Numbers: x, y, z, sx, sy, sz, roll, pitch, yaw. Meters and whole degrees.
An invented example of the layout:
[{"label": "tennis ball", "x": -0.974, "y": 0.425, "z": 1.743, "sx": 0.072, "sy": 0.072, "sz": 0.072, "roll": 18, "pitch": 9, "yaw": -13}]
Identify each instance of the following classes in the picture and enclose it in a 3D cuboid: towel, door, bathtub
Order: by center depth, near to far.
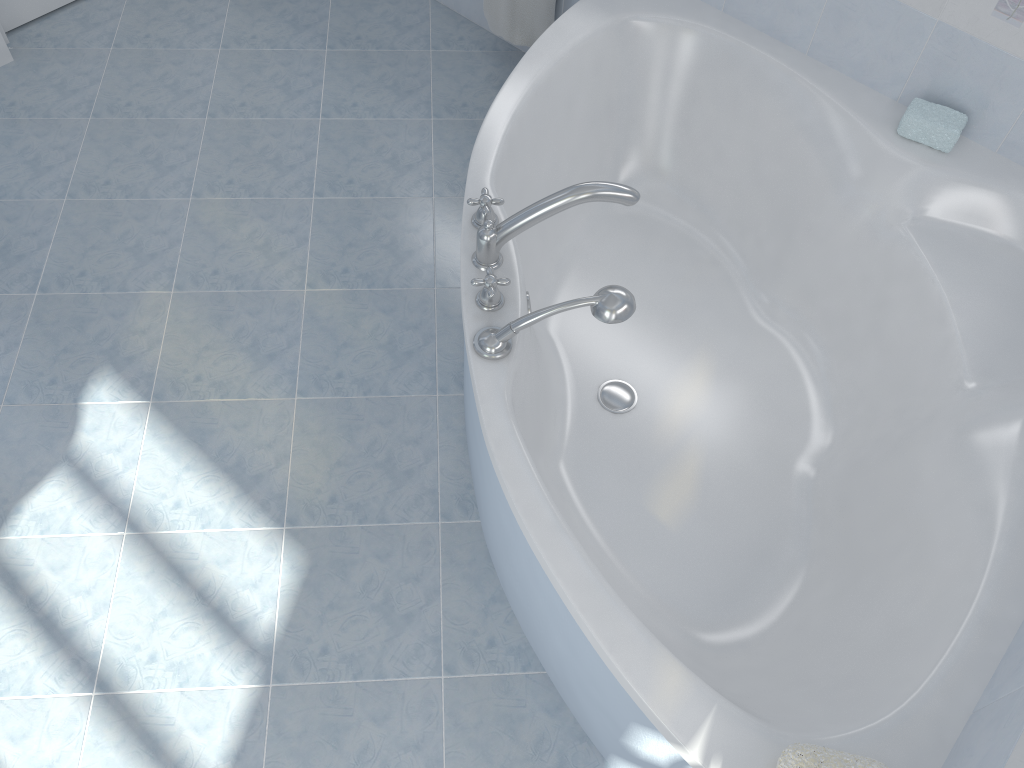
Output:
[{"label": "bathtub", "x": 0.406, "y": -0.149, "z": 1.896, "sx": 1.578, "sy": 0.670, "sz": 1.596, "roll": 37, "pitch": 61, "yaw": 20}, {"label": "door", "x": -1.270, "y": -1.902, "z": 2.131, "sx": 0.098, "sy": 2.011, "sz": 0.823, "roll": 37, "pitch": 61, "yaw": 20}, {"label": "towel", "x": 0.035, "y": -1.260, "z": 2.516, "sx": 0.280, "sy": 0.634, "sz": 0.101, "roll": 35, "pitch": 61, "yaw": 19}]

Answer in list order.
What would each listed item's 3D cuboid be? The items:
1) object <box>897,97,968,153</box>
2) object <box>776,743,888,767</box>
[{"label": "object", "x": 0.963, "y": -0.594, "z": 2.033, "sx": 0.128, "sy": 0.059, "sz": 0.081, "roll": 25, "pitch": 58, "yaw": 13}, {"label": "object", "x": 0.446, "y": 0.558, "z": 1.210, "sx": 0.165, "sy": 0.077, "sz": 0.105, "roll": 12, "pitch": 56, "yaw": 5}]
